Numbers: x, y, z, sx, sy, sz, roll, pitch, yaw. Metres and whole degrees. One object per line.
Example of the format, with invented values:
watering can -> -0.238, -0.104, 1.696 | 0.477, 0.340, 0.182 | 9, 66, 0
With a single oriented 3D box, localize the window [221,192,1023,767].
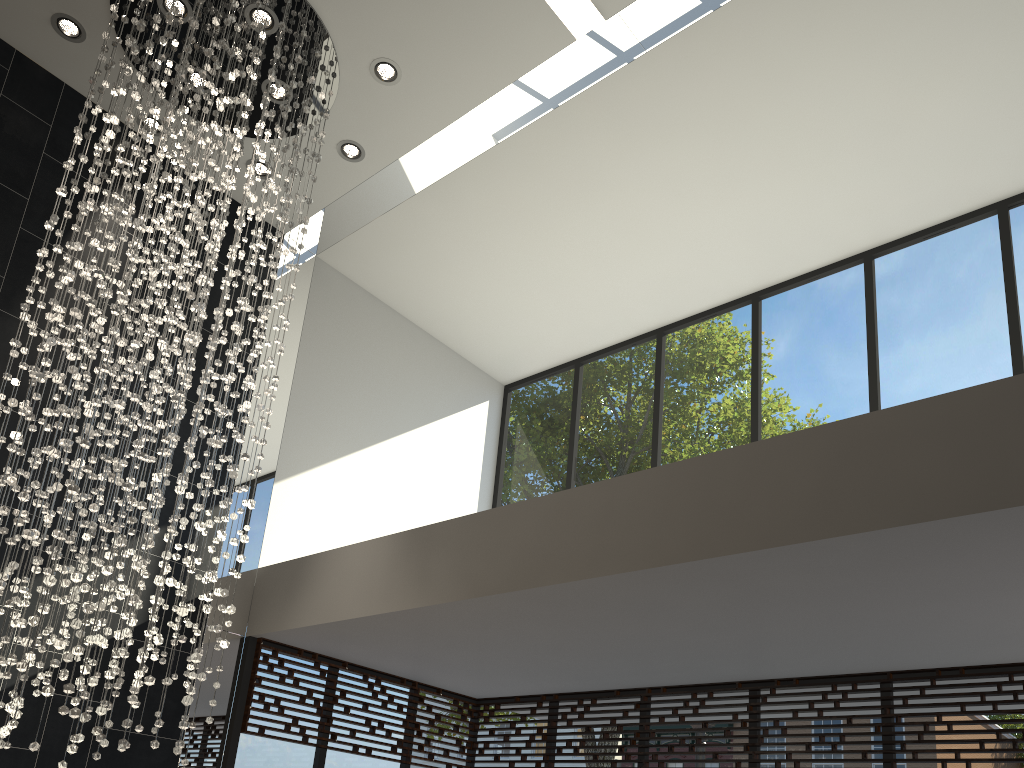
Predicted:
window -> 1.267, 1.260, 4.866 | 6.327, 5.521, 2.482 | -16, -29, 39

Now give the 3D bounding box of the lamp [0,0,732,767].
lamp -> -0.557, -42.002, 11.461 | 407.067, 105.291, 426.684 | 16, -30, -19
